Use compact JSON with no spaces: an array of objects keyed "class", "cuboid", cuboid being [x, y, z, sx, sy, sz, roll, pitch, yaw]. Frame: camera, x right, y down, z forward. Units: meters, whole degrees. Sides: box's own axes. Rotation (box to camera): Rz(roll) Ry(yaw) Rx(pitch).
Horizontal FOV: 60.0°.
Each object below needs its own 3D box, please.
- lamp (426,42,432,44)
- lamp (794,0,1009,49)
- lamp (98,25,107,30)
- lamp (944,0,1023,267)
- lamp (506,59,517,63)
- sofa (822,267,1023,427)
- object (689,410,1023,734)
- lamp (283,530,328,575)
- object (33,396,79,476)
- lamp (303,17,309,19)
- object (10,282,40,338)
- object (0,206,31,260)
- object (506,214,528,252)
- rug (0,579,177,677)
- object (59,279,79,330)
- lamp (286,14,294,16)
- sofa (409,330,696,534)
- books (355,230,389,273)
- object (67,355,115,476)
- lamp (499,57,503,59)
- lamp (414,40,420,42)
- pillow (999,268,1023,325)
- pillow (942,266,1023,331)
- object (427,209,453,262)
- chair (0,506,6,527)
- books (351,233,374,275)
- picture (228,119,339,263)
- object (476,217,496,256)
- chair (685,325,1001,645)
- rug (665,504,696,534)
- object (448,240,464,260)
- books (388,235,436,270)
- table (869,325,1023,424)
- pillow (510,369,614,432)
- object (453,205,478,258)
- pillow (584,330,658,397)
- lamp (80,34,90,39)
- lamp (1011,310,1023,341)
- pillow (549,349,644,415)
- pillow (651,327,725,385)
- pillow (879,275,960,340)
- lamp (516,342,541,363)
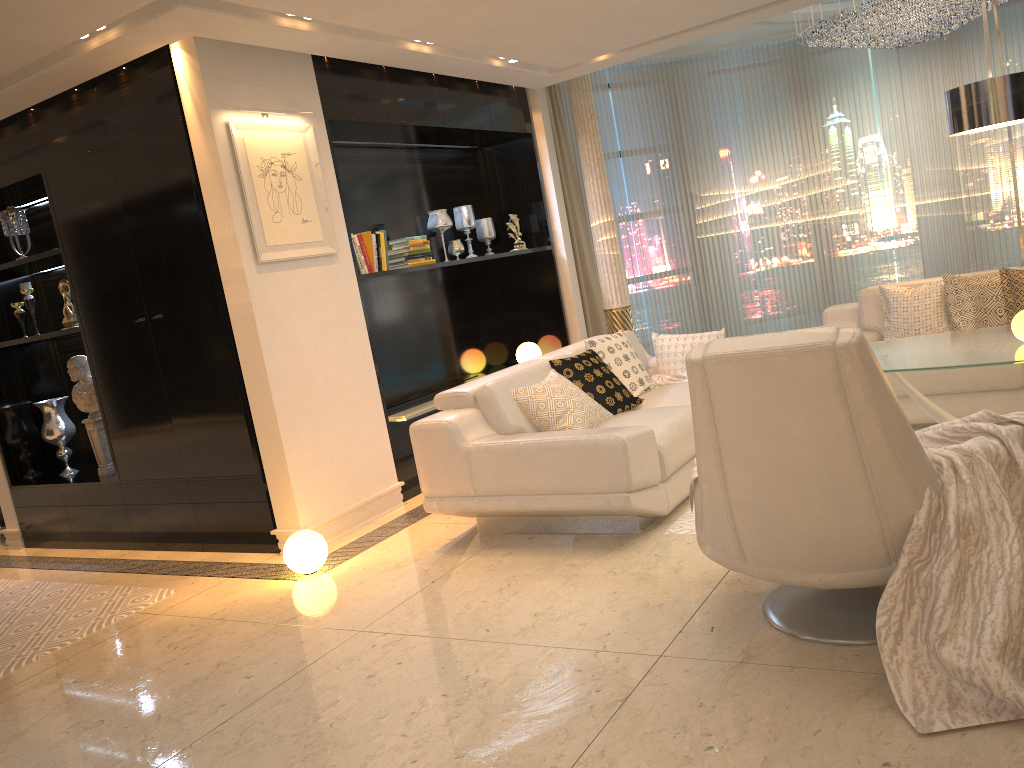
[{"class":"lamp","cuboid":[-0.477,-2.078,5.239,0.107,0.127,0.107,-9,8,14]},{"class":"lamp","cuboid":[3.253,-3.106,7.191,2.109,0.685,2.109,-12,7,-12]},{"class":"lamp","cuboid":[-1.874,-1.656,3.977,0.107,0.127,0.107,-9,8,14]},{"class":"lamp","cuboid":[2.689,-1.103,4.800,0.393,2.519,2.009,-6,9,32]},{"class":"lamp","cuboid":[0.003,-2.258,6.040,0.107,0.127,0.107,-9,8,14]},{"class":"sofa","cuboid":[2.903,-0.264,5.007,2.328,0.754,1.145,-6,9,32]},{"class":"object","cuboid":[1.206,0.431,2.692,0.972,0.580,1.347,-13,8,-20]},{"class":"lamp","cuboid":[-1.009,0.821,4.337,0.213,0.214,0.212,-13,8,-18]},{"class":"object","cuboid":[-3.122,0.365,6.126,0.221,0.522,0.221,-5,9,37]},{"class":"lamp","cuboid":[-1.004,-1.868,4.371,0.107,0.127,0.107,-4,10,43]},{"class":"object","cuboid":[-3.202,-0.483,5.836,0.176,0.361,0.079,-9,8,13]},{"class":"object","cuboid":[-3.113,-0.946,5.580,0.155,0.347,0.155,-9,7,12]},{"class":"object","cuboid":[0.029,-1.204,7.056,0.116,0.293,0.182,-6,8,29]},{"class":"rug","cuboid":[-4.169,1.401,5.149,5.025,0.015,1.526,-6,9,32]},{"class":"object","cuboid":[-2.820,-0.508,5.642,0.116,0.318,0.113,-6,9,32]},{"class":"lamp","cuboid":[-1.062,-1.845,4.274,0.107,0.127,0.107,-4,10,43]},{"class":"sofa","cuboid":[0.593,0.168,4.961,1.145,0.754,2.328,-6,9,32]},{"class":"books","cuboid":[-0.914,-0.828,5.638,0.212,0.261,0.210,-6,9,32]},{"class":"object","cuboid":[-2.698,0.198,5.761,0.221,0.794,0.308,-15,8,-30]},{"class":"lamp","cuboid":[-0.060,-2.244,5.927,0.107,0.127,0.107,-9,8,14]},{"class":"lamp","cuboid":[-0.539,-2.053,5.137,0.107,0.127,0.107,-4,10,43]},{"class":"pillow","cuboid":[3.025,-0.487,4.892,0.575,0.436,0.301,-5,9,38]},{"class":"pillow","cuboid":[2.795,-0.469,5.124,0.587,0.429,0.288,-10,7,7]},{"class":"object","cuboid":[-0.509,-1.072,6.469,0.181,0.381,0.181,-7,8,26]},{"class":"chair","cuboid":[-4.039,0.731,6.618,0.625,0.898,0.702,-6,9,33]},{"class":"books","cuboid":[-1.029,-0.785,5.441,0.208,0.270,0.240,-6,9,32]},{"class":"picture","cuboid":[-1.215,-1.037,4.759,0.027,0.729,0.610,-6,9,32]},{"class":"object","cuboid":[-0.200,-1.172,7.152,0.147,0.317,0.147,-5,9,34]},{"class":"chair","cuboid":[0.969,0.267,2.732,1.027,0.991,0.983,-6,9,31]},{"class":"rug","cuboid":[2.295,0.375,3.885,2.900,0.020,1.661,-6,9,32]},{"class":"object","cuboid":[-0.413,-0.989,6.587,0.119,0.154,0.119,-4,10,42]},{"class":"books","cuboid":[-0.703,-0.887,6.026,0.260,0.197,0.296,-5,9,35]},{"class":"table","cuboid":[2.226,0.087,3.869,2.140,0.565,0.999,-6,9,31]},{"class":"pillow","cuboid":[0.269,0.109,4.524,0.351,0.329,0.521,-6,9,32]},{"class":"object","cuboid":[-0.347,-1.172,6.932,0.156,0.426,0.156,-5,9,37]},{"class":"pillow","cuboid":[0.680,-0.120,5.312,0.255,0.399,0.526,-6,9,32]},{"class":"lamp","cuboid":[-1.982,-1.645,4.046,0.107,0.127,0.107,-9,8,14]},{"class":"lamp","cuboid":[2.174,-0.246,3.714,0.143,0.143,0.143,-8,8,17]},{"class":"pillow","cuboid":[0.486,-0.017,4.908,0.323,0.355,0.524,-6,9,33]},{"class":"pillow","cuboid":[1.047,-0.173,5.423,0.521,0.325,0.281,-4,10,42]},{"class":"pillow","cuboid":[2.445,-0.427,5.312,0.463,0.380,0.222,-5,9,37]},{"class":"lamp","cuboid":[0.139,-0.244,7.390,0.212,0.214,0.213,-11,7,-7]}]
